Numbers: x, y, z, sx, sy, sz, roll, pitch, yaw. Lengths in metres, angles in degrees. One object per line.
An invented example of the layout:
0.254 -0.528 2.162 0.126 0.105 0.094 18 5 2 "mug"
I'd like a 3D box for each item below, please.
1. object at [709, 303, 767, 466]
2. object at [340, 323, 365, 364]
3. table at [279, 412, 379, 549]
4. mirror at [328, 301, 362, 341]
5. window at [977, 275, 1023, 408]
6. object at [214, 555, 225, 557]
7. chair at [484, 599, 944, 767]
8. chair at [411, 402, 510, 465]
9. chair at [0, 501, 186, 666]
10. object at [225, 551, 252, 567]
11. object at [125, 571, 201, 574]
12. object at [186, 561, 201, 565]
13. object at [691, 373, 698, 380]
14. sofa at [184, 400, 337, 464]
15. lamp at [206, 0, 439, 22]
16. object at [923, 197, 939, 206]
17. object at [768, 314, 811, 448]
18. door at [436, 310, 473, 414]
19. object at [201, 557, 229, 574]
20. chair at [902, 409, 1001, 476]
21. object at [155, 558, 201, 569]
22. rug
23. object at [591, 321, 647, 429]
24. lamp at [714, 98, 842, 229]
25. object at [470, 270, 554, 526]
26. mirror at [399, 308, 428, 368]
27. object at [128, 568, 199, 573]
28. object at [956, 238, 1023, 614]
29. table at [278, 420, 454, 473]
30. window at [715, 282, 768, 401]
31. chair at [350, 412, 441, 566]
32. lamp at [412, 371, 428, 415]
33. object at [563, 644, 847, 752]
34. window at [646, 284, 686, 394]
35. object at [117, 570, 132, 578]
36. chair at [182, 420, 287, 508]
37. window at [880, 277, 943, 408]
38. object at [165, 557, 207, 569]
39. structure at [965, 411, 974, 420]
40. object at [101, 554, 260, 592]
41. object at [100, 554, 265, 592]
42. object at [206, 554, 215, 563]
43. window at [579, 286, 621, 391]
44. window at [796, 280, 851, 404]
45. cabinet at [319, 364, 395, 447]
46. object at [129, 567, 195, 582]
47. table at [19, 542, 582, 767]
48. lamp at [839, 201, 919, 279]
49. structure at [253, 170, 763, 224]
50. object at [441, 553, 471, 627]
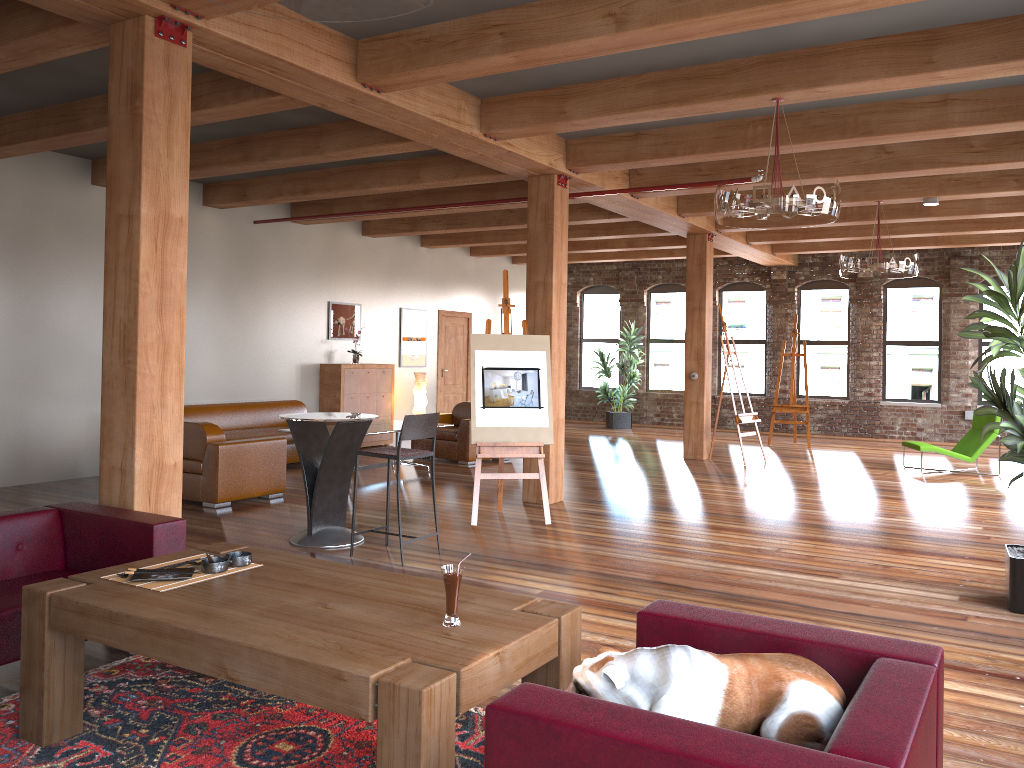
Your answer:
2.993 -0.026 11.968 0.685 2.142 0.661 1 -1 41 "object"
-2.284 -0.586 12.816 0.370 0.589 0.298 1 0 25 "object"
-1.355 0.696 6.525 0.721 0.925 0.722 1 0 -35 "table"
-2.436 -0.913 12.937 0.025 0.548 0.694 1 1 31 "mirror"
8.159 -0.683 14.482 0.969 2.219 0.218 1 -1 31 "window"
-1.156 0.693 3.528 0.059 0.021 0.018 1 1 -17 "object"
0.573 1.031 2.261 0.866 0.593 1.070 2 1 31 "chair"
-0.667 0.621 11.672 1.064 0.735 0.830 2 1 41 "chair"
-2.177 0.925 3.926 0.866 0.593 1.070 2 1 31 "chair"
-1.067 0.686 3.458 0.099 0.043 0.099 0 2 -33 "object"
-1.275 0.690 3.239 0.270 0.008 0.007 1 1 -3 "object"
-1.218 0.689 3.460 0.045 0.030 0.153 1 2 15 "object"
2.475 -0.107 12.056 0.095 0.095 0.061 1 0 31 "object"
-3.053 0.608 10.806 0.951 0.735 2.412 2 2 31 "sofa"
-0.500 -1.402 2.086 0.809 0.815 0.809 1 1 -18 "lamp"
4.449 -1.942 9.402 0.145 0.072 0.147 2 2 31 "object"
4.554 -0.079 14.359 0.662 2.142 0.684 1 -1 26 "object"
-1.058 -0.207 15.427 0.226 2.121 1.029 1 0 31 "door"
-1.125 0.688 3.356 0.099 0.043 0.099 0 2 -21 "object"
5.561 0.717 11.257 0.956 0.797 0.680 1 0 6 "chair"
-1.310 0.701 3.433 0.007 0.008 0.270 1 2 26 "object"
-0.797 1.276 3.066 2.463 0.009 1.343 2 2 31 "rug"
2.071 -0.201 17.246 1.080 2.104 0.966 1 0 9 "object"
1.762 -1.491 5.890 0.809 0.815 0.810 1 1 -17 "lamp"
-0.020 0.070 7.573 0.702 2.142 0.684 1 0 -9 "object"
-1.593 -0.744 14.359 0.025 0.953 0.694 1 0 31 "mirror"
-1.284 0.689 3.266 0.270 0.008 0.007 1 1 5 "object"
3.131 0.233 5.050 0.967 2.104 1.079 1 0 44 "object"
-1.566 0.755 9.801 0.940 0.560 1.870 2 2 31 "table"
4.356 -0.824 16.744 0.969 2.229 0.221 1 -1 31 "window"
-0.793 0.686 6.088 0.467 0.982 0.429 1 0 31 "chair"
-1.392 0.359 13.519 0.270 1.114 0.261 1 -1 -14 "lamp"
0.504 0.849 2.380 0.754 0.297 0.365 1 1 2 "object"
3.129 -0.902 17.554 0.969 2.170 0.086 1 -1 31 "window"
-1.417 0.698 3.239 0.018 0.021 0.059 1 2 17 "object"
-2.805 0.696 8.340 1.064 0.735 0.830 2 1 31 "chair"
6.881 -0.732 15.242 0.969 2.219 0.218 1 -1 31 "window"
-1.275 0.700 3.455 0.007 0.008 0.270 1 2 20 "object"
5.487 0.785 8.126 1.634 0.313 13.706 2 2 24 "structure"
-1.240 0.709 3.356 0.332 0.003 0.471 2 2 31 "object"
-1.239 0.709 3.356 0.352 0.001 0.469 2 2 31 "object"
-1.122 0.662 3.326 0.045 0.080 0.137 1 1 -4 "object"
1.846 -0.952 18.317 0.969 2.170 0.086 1 -1 31 "window"
5.616 -0.776 15.994 0.969 2.229 0.221 1 -1 31 "window"
-2.239 0.313 12.896 0.419 1.209 1.186 1 0 31 "cabinet"
-1.279 0.702 3.245 0.213 0.018 0.154 1 2 -14 "object"
-0.748 1.005 3.052 1.751 0.550 0.900 2 2 31 "table"
3.985 -1.579 9.626 0.809 0.815 0.810 1 1 -23 "lamp"
-0.629 -2.017 9.840 6.811 0.112 0.051 2 0 31 "structure"
-0.181 0.634 2.749 0.076 0.232 0.095 1 0 -26 "object"
